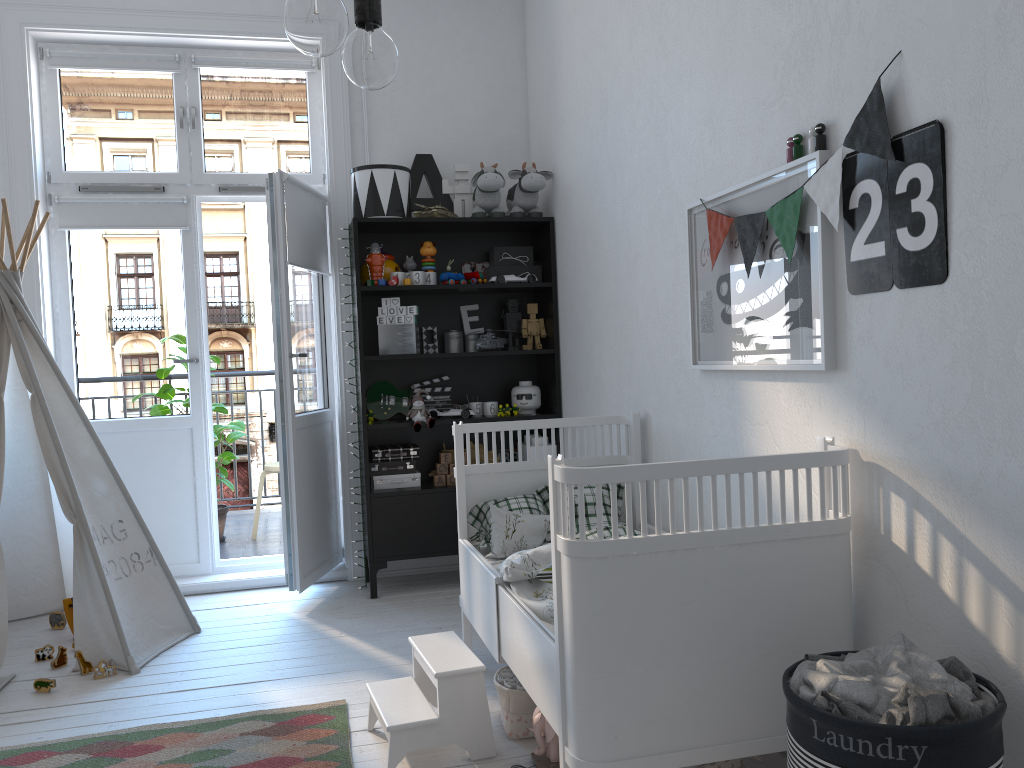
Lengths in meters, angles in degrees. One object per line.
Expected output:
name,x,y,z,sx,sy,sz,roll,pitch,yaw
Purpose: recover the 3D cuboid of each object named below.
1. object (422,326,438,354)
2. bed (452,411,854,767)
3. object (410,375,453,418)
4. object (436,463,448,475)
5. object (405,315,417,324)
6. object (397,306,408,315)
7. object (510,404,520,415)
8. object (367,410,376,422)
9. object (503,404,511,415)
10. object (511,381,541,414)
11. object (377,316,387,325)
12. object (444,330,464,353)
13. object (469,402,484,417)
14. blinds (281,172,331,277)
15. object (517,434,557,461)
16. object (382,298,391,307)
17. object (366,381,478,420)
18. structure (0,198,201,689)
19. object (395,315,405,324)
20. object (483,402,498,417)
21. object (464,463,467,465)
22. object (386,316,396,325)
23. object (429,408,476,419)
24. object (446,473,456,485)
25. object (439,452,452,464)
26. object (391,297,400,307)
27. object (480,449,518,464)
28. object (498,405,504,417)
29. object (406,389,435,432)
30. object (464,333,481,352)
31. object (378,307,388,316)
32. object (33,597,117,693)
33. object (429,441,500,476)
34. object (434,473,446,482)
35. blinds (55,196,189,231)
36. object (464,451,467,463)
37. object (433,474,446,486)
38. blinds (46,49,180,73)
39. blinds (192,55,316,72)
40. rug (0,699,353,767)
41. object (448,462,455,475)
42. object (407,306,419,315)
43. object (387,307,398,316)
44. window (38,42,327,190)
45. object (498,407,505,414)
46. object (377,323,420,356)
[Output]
object,-0.392,-0.210,4.250,0.070,0.135,0.028,-3,2,-14
bed,0.280,0.538,2.499,0.670,0.833,1.403,-3,2,-14
object,-0.382,0.062,4.224,0.200,0.199,0.048,-3,2,-13
object,-0.324,0.391,4.096,0.050,0.050,0.050,-3,2,-13
object,-0.455,-0.289,3.986,0.040,0.040,0.040,-2,2,16
object,-0.490,-0.328,3.985,0.040,0.040,0.040,-2,2,16
object,0.014,0.119,4.128,0.042,0.054,0.031,-1,2,32
object,-0.655,0.147,4.109,0.042,0.054,0.031,-2,2,-3
object,-0.022,0.120,4.150,0.042,0.054,0.031,-3,2,-13
object,0.068,0.067,4.223,0.139,0.162,0.139,-4,2,-39
object,-0.584,-0.284,3.989,0.040,0.040,0.040,-2,2,1
object,-0.278,-0.202,4.243,0.095,0.110,0.095,-3,2,-9
object,-0.167,0.119,4.164,0.067,0.067,0.067,-2,2,1
blinds,-0.923,-0.709,4.029,0.032,0.390,0.565,-2,2,6
object,0.118,0.344,4.228,0.132,0.199,0.267,-3,2,-14
object,-0.565,-0.365,3.985,0.040,0.040,0.040,-3,2,-8
object,-0.427,0.095,4.241,0.542,0.239,0.093,-3,2,-13
structure,-1.862,0.150,3.336,1.142,1.750,1.143,-4,2,-38
object,-0.501,-0.287,3.987,0.040,0.040,0.040,-2,2,1
object,-0.099,0.117,4.132,0.067,0.067,0.067,-2,2,1
object,-0.218,0.386,4.129,0.050,0.050,0.050,-3,2,-13
object,-0.545,-0.286,3.996,0.040,0.040,0.040,-3,2,-8
object,-0.280,0.136,4.097,0.230,0.048,0.098,-2,2,11
object,-0.277,0.439,4.088,0.050,0.050,0.050,-3,2,-8
object,-0.307,0.341,4.091,0.050,0.050,0.050,-3,2,-13
object,-0.523,-0.367,3.984,0.040,0.040,0.040,-2,2,-3
object,-0.099,0.386,4.359,0.347,0.120,0.034,-3,2,-13
object,-0.051,0.123,4.089,0.031,0.054,0.042,-1,2,37
object,-0.406,0.118,3.946,0.110,0.186,0.129,-3,2,-26
object,-0.162,-0.197,4.185,0.078,0.091,0.246,-3,2,-19
object,-0.580,-0.324,3.987,0.040,0.040,0.040,-2,2,-3
object,-1.579,0.864,3.333,0.385,0.284,0.856,-3,2,-22
object,-0.227,0.367,4.235,0.337,0.186,0.111,-2,2,2
object,-0.332,0.440,4.131,0.050,0.050,0.050,-3,2,-13
blinds,-1.800,-0.792,4.106,0.565,0.158,0.032,-3,2,-13
object,-0.230,0.337,4.111,0.050,0.050,0.050,-2,2,6
object,-0.334,0.442,4.074,0.050,0.050,0.050,-3,2,-13
blinds,-1.829,-1.485,4.080,0.565,0.087,0.032,-3,2,-13
blinds,-1.226,-1.527,4.224,0.565,0.060,0.032,-3,2,-13
rug,-0.911,1.022,1.596,1.319,0.016,2.028,-3,2,-13
object,-0.264,0.389,4.090,0.050,0.050,0.050,-3,2,-13
object,-0.445,-0.330,3.984,0.040,0.040,0.040,-2,2,11
object,-0.535,-0.326,3.986,0.040,0.040,0.040,-2,2,6
window,-1.527,-1.250,4.180,1.263,0.660,0.101,-3,2,-13
object,-0.091,0.129,4.296,0.163,0.034,0.069,-3,2,-13
object,-0.513,-0.200,4.026,0.170,0.138,0.124,-2,2,2
